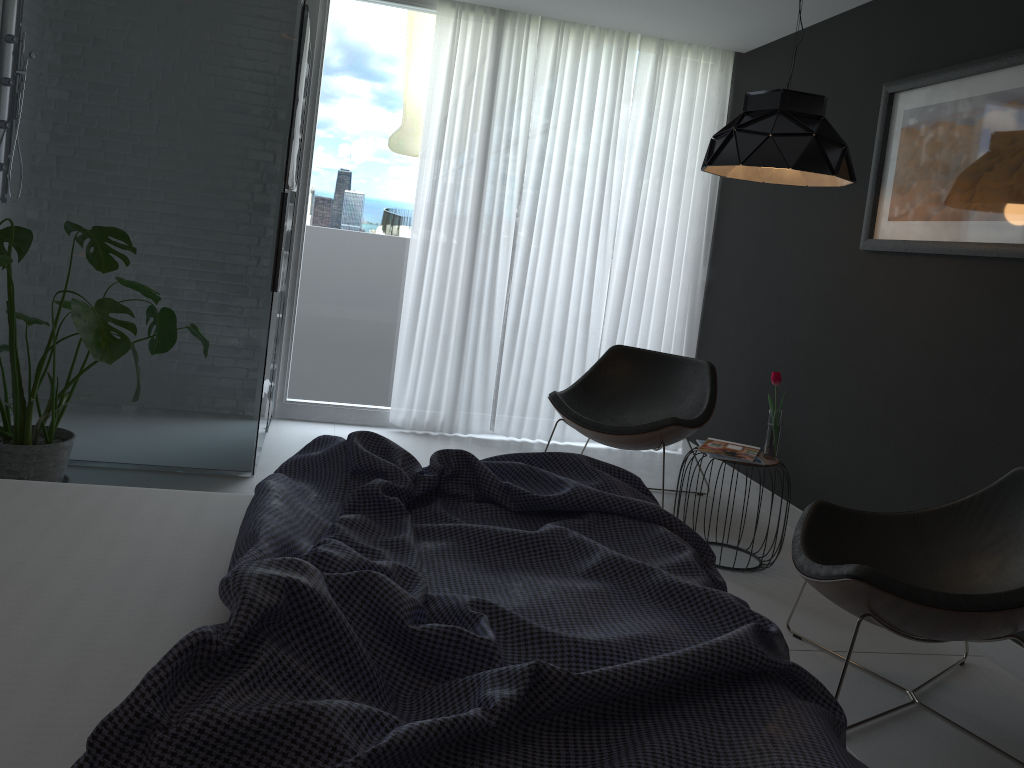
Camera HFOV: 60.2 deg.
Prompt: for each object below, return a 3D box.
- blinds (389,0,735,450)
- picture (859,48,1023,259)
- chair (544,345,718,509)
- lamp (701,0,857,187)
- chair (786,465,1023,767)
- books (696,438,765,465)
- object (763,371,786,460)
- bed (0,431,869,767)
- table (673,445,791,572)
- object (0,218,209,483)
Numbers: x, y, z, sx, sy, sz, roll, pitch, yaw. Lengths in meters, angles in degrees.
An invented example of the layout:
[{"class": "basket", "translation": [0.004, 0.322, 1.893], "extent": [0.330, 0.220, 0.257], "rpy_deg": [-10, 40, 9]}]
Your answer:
[{"class": "blinds", "translation": [0.340, -0.985, 5.270], "extent": [1.849, 2.682, 0.138], "rpy_deg": [6, 4, -12]}, {"class": "picture", "translation": [1.768, -0.769, 2.898], "extent": [0.041, 0.717, 1.970], "rpy_deg": [6, 8, -12]}, {"class": "chair", "translation": [0.618, 0.189, 4.550], "extent": [0.795, 0.687, 0.815], "rpy_deg": [11, 8, 30]}, {"class": "lamp", "translation": [1.111, -1.272, 3.498], "extent": [0.583, 0.898, 0.611], "rpy_deg": [8, 6, 6]}, {"class": "chair", "translation": [1.230, 0.583, 2.545], "extent": [0.815, 0.687, 0.795], "rpy_deg": [8, 7, 9]}, {"class": "books", "translation": [-2.406, 0.375, 1.492], "extent": [8.216, 0.370, 0.409], "rpy_deg": [1, 9, -33]}, {"class": "object", "translation": [1.062, 0.128, 3.580], "extent": [0.066, 0.353, 0.077], "rpy_deg": [9, 4, 20]}, {"class": "bed", "translation": [-0.645, -0.178, 1.538], "extent": [2.602, 2.030, 2.584], "rpy_deg": [6, 7, -12]}, {"class": "table", "translation": [0.898, 0.500, 3.629], "extent": [0.449, 0.433, 0.455], "rpy_deg": [3, 8, -34]}, {"class": "object", "translation": [-1.628, -0.062, 3.200], "extent": [0.852, 1.042, 0.996], "rpy_deg": [8, 6, 6]}]
